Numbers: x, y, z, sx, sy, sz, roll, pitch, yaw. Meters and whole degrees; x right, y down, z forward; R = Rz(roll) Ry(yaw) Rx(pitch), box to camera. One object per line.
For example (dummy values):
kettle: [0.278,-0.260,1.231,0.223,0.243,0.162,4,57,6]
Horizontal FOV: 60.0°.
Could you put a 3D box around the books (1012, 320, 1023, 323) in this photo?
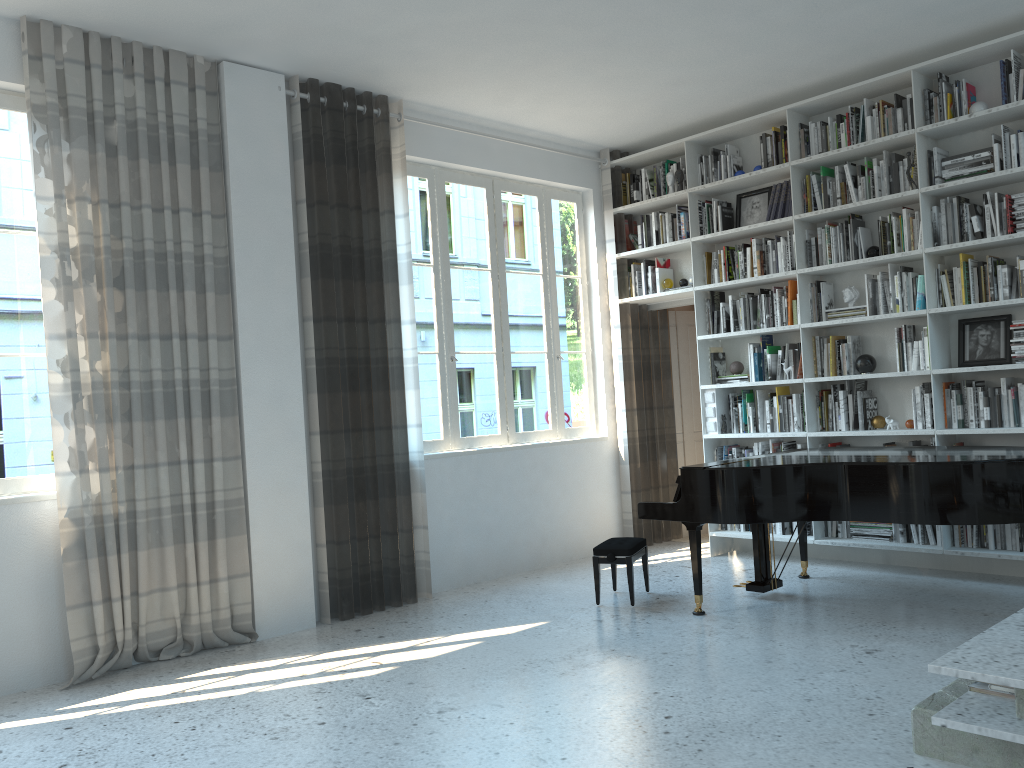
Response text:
books: [3.052,-0.371,5.114,0.161,0.012,0.254,-2,-2,-39]

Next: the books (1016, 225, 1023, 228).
books: [3.061,-0.917,5.088,0.161,0.012,0.254,-2,-2,-43]

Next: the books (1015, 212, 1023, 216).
books: [3.054,-0.989,5.087,0.161,0.012,0.254,-2,-2,-42]

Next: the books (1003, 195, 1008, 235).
books: [2.930,-0.973,5.204,0.183,0.245,0.015,-3,-1,-43]

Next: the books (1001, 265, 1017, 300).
books: [2.936,-0.589,5.225,0.168,0.215,0.030,-3,-1,-43]

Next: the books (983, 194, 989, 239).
books: [2.850,-0.987,5.305,0.130,0.285,0.022,-3,-1,-43]

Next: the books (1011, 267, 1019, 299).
books: [2.973,-0.584,5.204,0.145,0.199,0.050,-3,-1,-43]

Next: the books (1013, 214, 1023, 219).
books: [3.056,-0.977,5.087,0.159,0.012,0.285,-2,-2,-42]

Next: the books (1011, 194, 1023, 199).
books: [3.042,-1.088,5.082,0.285,0.012,0.159,-5,-2,42]

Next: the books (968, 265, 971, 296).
books: [2.808,-0.593,5.374,0.149,0.244,0.010,-3,-1,-43]

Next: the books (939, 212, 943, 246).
books: [2.691,-0.944,5.490,0.147,0.228,0.027,-3,-1,-43]

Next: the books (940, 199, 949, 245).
books: [2.694,-0.979,5.459,0.179,0.297,0.026,-3,-1,-43]

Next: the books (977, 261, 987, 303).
books: [2.852,-0.604,5.342,0.134,0.259,0.028,-3,-1,-43]

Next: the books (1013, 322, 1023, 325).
books: [3.054,-0.359,5.115,0.254,0.012,0.161,-5,-2,44]

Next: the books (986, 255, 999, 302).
books: [2.876,-0.619,5.286,0.176,0.283,0.013,-3,-1,-43]

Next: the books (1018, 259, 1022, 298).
books: [2.991,-0.604,5.163,0.174,0.234,0.010,-3,-1,-43]

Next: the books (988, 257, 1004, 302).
books: [2.880,-0.611,5.262,0.189,0.267,0.028,-3,-1,-43]

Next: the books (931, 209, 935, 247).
books: [2.655,-0.954,5.520,0.161,0.254,0.012,-3,-1,-43]

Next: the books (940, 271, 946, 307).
books: [2.699,-0.578,5.505,0.141,0.235,0.011,-3,-1,-43]

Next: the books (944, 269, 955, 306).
books: [2.723,-0.584,5.459,0.162,0.242,0.042,-3,-1,-43]

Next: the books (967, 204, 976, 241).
books: [2.790,-0.959,5.361,0.147,0.239,0.011,-3,-1,-43]

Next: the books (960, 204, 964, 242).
books: [2.765,-0.962,5.391,0.153,0.252,0.011,-3,-1,-43]

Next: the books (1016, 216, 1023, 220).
books: [3.055,-0.965,5.085,0.161,0.012,0.254,-2,-2,-45]

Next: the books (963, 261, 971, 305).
books: [2.775,-0.602,5.361,0.189,0.266,0.015,-3,-1,-43]

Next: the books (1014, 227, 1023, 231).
books: [3.060,-0.904,5.086,0.159,0.012,0.285,-2,-2,-42]

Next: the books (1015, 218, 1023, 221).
books: [3.055,-0.953,5.085,0.161,0.012,0.254,-2,-2,-41]

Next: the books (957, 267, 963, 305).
books: [2.768,-0.587,5.416,0.155,0.240,0.029,-3,-1,-43]

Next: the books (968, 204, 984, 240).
books: [2.812,-0.959,5.328,0.153,0.236,0.066,-3,-1,-43]

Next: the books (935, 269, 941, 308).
books: [2.678,-0.586,5.516,0.161,0.254,0.012,-3,-1,-43]

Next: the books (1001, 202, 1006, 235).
books: [2.924,-0.958,5.224,0.132,0.216,0.024,-3,-1,-43]

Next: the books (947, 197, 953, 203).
books: [2.721,-0.989,5.457,0.133,0.313,0.014,-3,-1,-43]

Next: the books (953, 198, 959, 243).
books: [2.747,-0.982,5.418,0.151,0.295,0.029,-3,-1,-43]

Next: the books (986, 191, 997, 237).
books: [2.882,-0.992,5.265,0.162,0.291,0.049,-3,-1,-43]

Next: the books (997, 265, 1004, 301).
books: [2.917,-0.588,5.244,0.175,0.216,0.024,-3,-1,-43]

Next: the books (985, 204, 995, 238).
books: [2.863,-0.953,5.283,0.148,0.216,0.024,-3,-1,-43]

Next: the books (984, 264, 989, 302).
books: [2.870,-0.594,5.305,0.137,0.236,0.025,-3,-1,-43]

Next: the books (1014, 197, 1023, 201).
books: [3.051,-1.076,5.090,0.161,0.012,0.254,-2,-2,-43]

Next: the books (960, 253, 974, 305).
books: [2.764,-0.627,5.372,0.188,0.317,0.014,-3,-1,-43]

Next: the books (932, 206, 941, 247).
books: [2.660,-0.961,5.499,0.170,0.267,0.026,-3,-1,-43]

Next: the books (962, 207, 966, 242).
books: [2.774,-0.954,5.383,0.147,0.233,0.014,-3,-1,-43]

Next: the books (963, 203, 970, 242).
books: [2.780,-0.963,5.370,0.172,0.250,0.014,-3,-1,-43]

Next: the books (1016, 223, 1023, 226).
books: [3.058,-0.929,5.086,0.161,0.012,0.254,-2,-2,-44]

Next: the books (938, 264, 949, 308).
books: [2.691,-0.601,5.514,0.140,0.282,0.010,-3,-1,-43]

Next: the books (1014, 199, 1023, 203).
books: [3.048,-1.063,5.087,0.161,0.012,0.254,-2,-2,-41]

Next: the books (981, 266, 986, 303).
books: [2.852,-0.588,5.314,0.169,0.228,0.012,-3,-1,-43]

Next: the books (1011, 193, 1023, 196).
books: [3.046,-1.100,5.087,0.159,0.012,0.285,-2,-2,-41]

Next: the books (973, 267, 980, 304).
books: [2.831,-0.586,5.357,0.147,0.228,0.024,-3,-1,-43]

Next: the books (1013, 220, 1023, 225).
books: [3.054,-0.941,5.084,0.285,0.012,0.159,-5,-2,44]

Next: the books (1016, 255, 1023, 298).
books: [2.986,-0.615,5.174,0.161,0.258,0.014,-3,-1,-43]

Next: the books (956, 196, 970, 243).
books: [2.754,-0.986,5.398,0.179,0.300,0.011,-3,-1,-43]

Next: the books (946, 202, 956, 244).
books: [2.716,-0.966,5.425,0.185,0.266,0.025,-3,-1,-43]

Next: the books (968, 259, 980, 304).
books: [2.801,-0.611,5.354,0.170,0.281,0.010,-3,-1,-43]

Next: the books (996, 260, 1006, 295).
books: [2.913,-0.605,5.266,0.130,0.251,0.011,-3,-1,-43]

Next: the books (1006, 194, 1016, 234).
books: [2.931,-0.975,5.185,0.176,0.247,0.013,-3,-1,-43]

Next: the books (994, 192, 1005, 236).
books: [2.896,-0.983,5.230,0.191,0.269,0.021,-3,-1,-43]

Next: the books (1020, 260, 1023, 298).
books: [2.997,-0.599,5.141,0.185,0.224,0.029,-3,-1,-43]

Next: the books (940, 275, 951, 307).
books: [2.703,-0.566,5.465,0.156,0.208,0.053,-3,-1,-43]

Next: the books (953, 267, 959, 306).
books: [2.753,-0.590,5.440,0.139,0.248,0.026,-3,-1,-43]
